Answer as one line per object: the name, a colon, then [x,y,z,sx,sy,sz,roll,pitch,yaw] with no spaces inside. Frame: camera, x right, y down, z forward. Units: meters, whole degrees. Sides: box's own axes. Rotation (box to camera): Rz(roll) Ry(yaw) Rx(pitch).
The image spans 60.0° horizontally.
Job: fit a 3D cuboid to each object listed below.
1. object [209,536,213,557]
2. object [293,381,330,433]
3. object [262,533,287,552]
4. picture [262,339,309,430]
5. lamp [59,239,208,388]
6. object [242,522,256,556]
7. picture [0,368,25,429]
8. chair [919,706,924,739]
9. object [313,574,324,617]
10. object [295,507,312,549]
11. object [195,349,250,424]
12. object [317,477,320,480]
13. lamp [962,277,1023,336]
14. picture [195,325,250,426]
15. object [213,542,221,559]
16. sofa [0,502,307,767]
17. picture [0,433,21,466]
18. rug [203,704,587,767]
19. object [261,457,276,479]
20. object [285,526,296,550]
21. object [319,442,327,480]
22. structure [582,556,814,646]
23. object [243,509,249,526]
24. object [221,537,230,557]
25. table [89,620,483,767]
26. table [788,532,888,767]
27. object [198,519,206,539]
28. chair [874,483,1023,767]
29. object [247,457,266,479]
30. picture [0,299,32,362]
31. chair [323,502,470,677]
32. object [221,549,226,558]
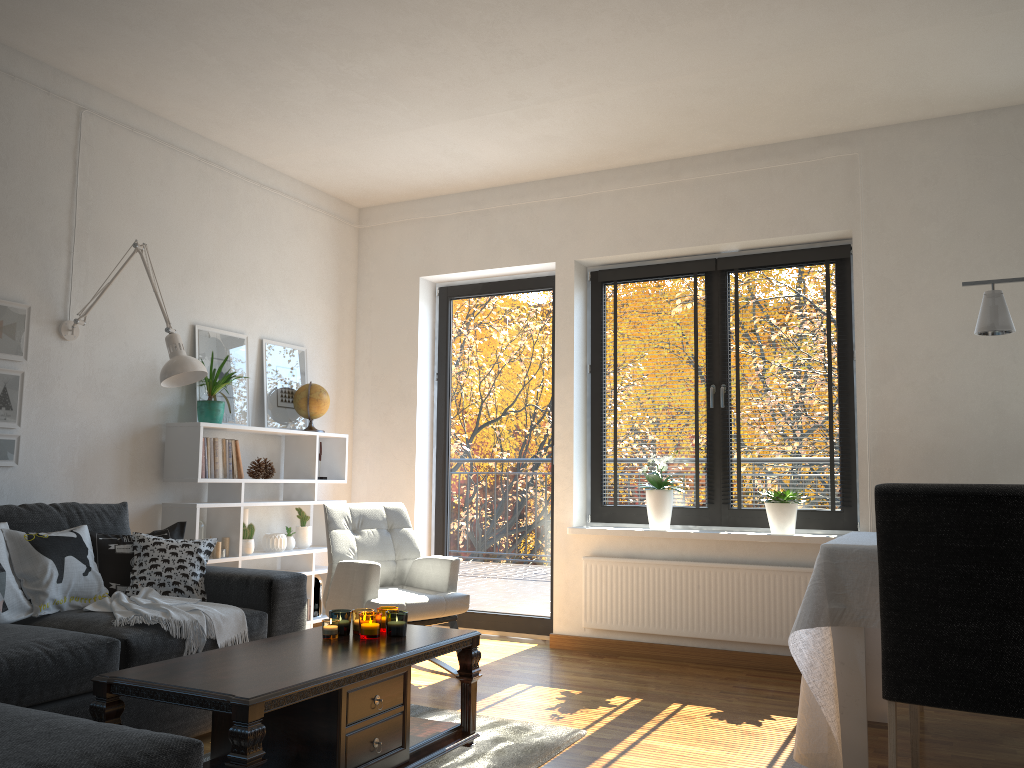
object: [-1.553,0.835,4.565,0.062,0.108,0.062,-2,-6,27]
object: [-1.200,0.141,5.306,0.216,0.305,0.217,-5,-8,43]
object: [-1.323,0.884,4.939,0.134,0.097,0.133,1,-6,-3]
picture: [-1.344,0.022,5.276,0.059,0.531,0.390,-2,-6,27]
lamp: [-1.671,-0.314,3.978,0.698,0.669,0.200,-1,-6,17]
object: [-1.404,0.817,4.680,0.087,0.172,0.088,-5,-8,42]
picture: [-2.141,0.059,3.733,0.021,0.248,0.166,-2,-6,27]
chair: [1.815,0.879,3.498,0.461,0.959,0.545,-2,-6,27]
object: [-1.175,1.247,5.244,0.118,0.246,0.126,-3,-7,34]
object: [-1.215,0.842,5.175,0.098,0.236,0.098,-1,-6,14]
object: [-1.556,0.028,4.616,0.387,0.371,0.425,-1,-6,13]
object: [-1.216,0.460,5.274,0.066,0.217,0.134,-4,-8,42]
lamp: [1.968,-0.829,3.073,0.760,1.283,0.131,-2,-6,27]
picture: [-1.573,-0.031,4.823,0.059,0.531,0.390,-2,-6,27]
object: [-1.557,0.839,4.483,0.176,0.084,0.079,1,-6,-5]
sofa: [-1.404,0.803,2.611,2.163,0.846,2.511,-2,-7,27]
picture: [-2.294,0.241,3.414,0.021,0.136,0.838,-2,-7,27]
rug: [-0.575,1.251,2.821,1.052,0.034,1.815,-2,-7,26]
object: [-1.369,0.473,4.951,0.096,0.125,0.101,-5,-8,42]
object: [-1.275,0.879,5.071,0.072,0.137,0.072,0,-6,7]
object: [-1.166,0.468,5.396,0.066,0.230,0.075,0,-6,7]
structure: [1.053,1.178,4.692,1.457,0.459,0.078,-2,-6,25]
object: [-1.469,0.801,4.840,0.051,0.238,0.051,-5,-8,44]
object: [-1.478,0.841,4.572,0.039,0.099,0.039,-2,-6,23]
table: [-0.625,1.038,2.770,0.570,0.408,1.181,-2,-7,27]
table: [1.935,0.916,2.920,1.857,0.762,1.237,-3,-7,27]
object: [-1.605,0.781,4.484,0.108,0.197,0.109,-4,-7,38]
chair: [1.373,0.778,2.622,0.462,0.959,0.545,-3,-7,32]
object: [-1.407,0.463,4.881,0.102,0.127,0.095,2,-6,-18]
picture: [-2.183,-0.237,3.670,0.021,0.248,0.390,-2,-7,27]
chair: [-0.615,1.021,4.443,0.545,0.831,0.685,5,-7,-38]
object: [-1.481,0.864,4.523,0.040,0.044,0.040,5,-7,-37]
